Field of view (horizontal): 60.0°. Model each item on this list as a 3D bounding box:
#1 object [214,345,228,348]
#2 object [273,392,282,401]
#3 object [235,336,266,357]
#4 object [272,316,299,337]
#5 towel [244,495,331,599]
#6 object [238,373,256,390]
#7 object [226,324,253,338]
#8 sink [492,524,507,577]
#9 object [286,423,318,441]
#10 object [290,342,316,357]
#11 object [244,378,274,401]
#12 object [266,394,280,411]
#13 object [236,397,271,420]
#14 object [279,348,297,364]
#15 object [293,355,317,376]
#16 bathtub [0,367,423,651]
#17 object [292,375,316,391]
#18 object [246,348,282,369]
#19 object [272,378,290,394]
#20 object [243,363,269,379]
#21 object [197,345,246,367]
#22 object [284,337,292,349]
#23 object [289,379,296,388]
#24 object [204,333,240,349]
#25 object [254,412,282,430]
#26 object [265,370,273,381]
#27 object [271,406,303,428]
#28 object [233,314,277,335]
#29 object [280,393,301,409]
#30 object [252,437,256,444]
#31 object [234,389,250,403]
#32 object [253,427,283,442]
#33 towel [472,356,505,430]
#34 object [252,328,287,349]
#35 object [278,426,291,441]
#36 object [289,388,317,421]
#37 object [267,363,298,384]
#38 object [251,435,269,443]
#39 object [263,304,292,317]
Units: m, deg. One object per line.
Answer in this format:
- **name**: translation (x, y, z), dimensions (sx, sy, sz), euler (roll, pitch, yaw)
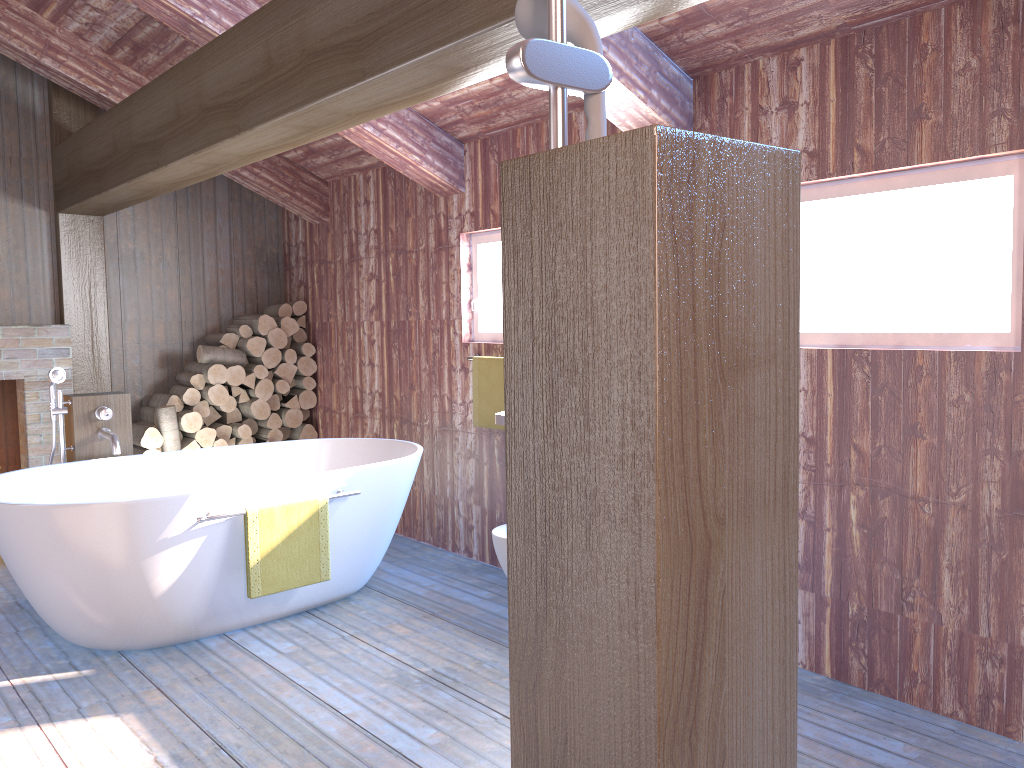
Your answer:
- **object**: translation (-2.008, -0.197, 5.980), dimensions (0.113, 0.130, 0.291), euler (-4, 5, -38)
- **object**: translation (-1.660, 0.086, 6.143), dimensions (0.065, 0.069, 0.177), euler (-4, 5, -40)
- **object**: translation (-1.827, -0.261, 6.026), dimensions (0.139, 0.148, 0.458), euler (-4, 5, -39)
- **object**: translation (-1.642, -0.398, 6.175), dimensions (0.133, 0.142, 0.456), euler (-4, 5, -38)
- **towel**: translation (-0.909, 0.658, 3.614), dimensions (0.370, 0.361, 0.032), euler (-5, 6, -43)
- **object**: translation (-1.863, -0.018, 5.981), dimensions (0.109, 0.124, 0.424), euler (-4, 5, -40)
- **object**: translation (-1.836, -0.355, 5.976), dimensions (0.094, 0.097, 0.227), euler (-4, 5, -38)
- **sink**: translation (0.149, 0.745, 3.921), dimensions (0.515, 0.517, 0.335), euler (-4, 5, -38)
- **object**: translation (-1.553, 0.334, 6.290), dimensions (0.139, 0.137, 0.455), euler (-5, 5, -41)
- **object**: translation (-1.530, -0.249, 6.248), dimensions (0.102, 0.109, 0.438), euler (-4, 5, -39)
- **object**: translation (-1.779, 0.033, 6.059), dimensions (0.136, 0.157, 0.439), euler (-4, 5, -38)
- **object**: translation (-1.712, 0.117, 6.101), dimensions (0.111, 0.118, 0.302), euler (-4, 5, -40)
- **object**: translation (-1.809, 0.159, 6.040), dimensions (0.141, 0.143, 0.437), euler (-5, 5, -41)
- **object**: translation (-1.630, -0.198, 6.167), dimensions (0.089, 0.106, 0.437), euler (-4, 5, -38)
- **object**: translation (-1.540, -0.136, 6.251), dimensions (0.147, 0.152, 0.439), euler (-4, 5, -39)
- **bathtub**: translation (-1.314, 0.473, 4.011), dimensions (1.935, 1.109, 1.460), euler (-2, 4, -17)
- **object**: translation (-1.529, -0.018, 6.262), dimensions (0.102, 0.109, 0.438), euler (-4, 5, -39)
- **object**: translation (-1.739, -0.177, 6.081), dimensions (0.143, 0.151, 0.440), euler (-4, 5, -39)
- **object**: translation (-1.679, 0.004, 6.138), dimensions (0.102, 0.109, 0.438), euler (-4, 5, -39)
- **object**: translation (-1.796, -0.094, 6.033), dimensions (0.102, 0.109, 0.438), euler (-4, 5, -39)
- **object**: translation (-1.903, -0.182, 5.812), dimensions (0.302, 0.157, 0.121), euler (-4, 5, -38)
- **object**: translation (-1.680, -0.287, 6.254), dimensions (0.132, 0.119, 0.319), euler (-4, 5, -38)
- **object**: translation (-1.605, -0.015, 6.258), dimensions (0.088, 0.092, 0.280), euler (-4, 5, -38)
- **object**: translation (-1.969, -0.285, 6.009), dimensions (0.140, 0.121, 0.319), euler (-4, 5, -38)
- **object**: translation (-1.703, 0.244, 6.102), dimensions (0.114, 0.113, 0.301), euler (-5, 5, -42)
- **object**: translation (-1.726, -0.050, 6.070), dimensions (0.095, 0.090, 0.278), euler (-4, 5, -38)
- **object**: translation (-1.627, 0.226, 6.205), dimensions (0.137, 0.133, 0.437), euler (-5, 5, -41)
- **object**: translation (-1.764, -0.404, 6.071), dimensions (0.135, 0.139, 0.456), euler (-4, 5, -38)
- **object**: translation (-1.624, 0.109, 6.192), dimensions (0.115, 0.112, 0.423), euler (-4, 5, -39)
- **object**: translation (-1.799, 0.379, 6.043), dimensions (0.054, 0.056, 0.146), euler (-4, 5, -39)
- **object**: translation (-1.863, 0.071, 5.996), dimensions (0.085, 0.096, 0.280), euler (-4, 5, -38)
- **object**: translation (-1.697, 0.352, 6.107), dimensions (0.116, 0.117, 0.289), euler (-5, 5, -42)
- **towel**: translation (-0.076, 0.046, 4.419), dimensions (0.032, 0.361, 0.370), euler (-4, 5, -39)
- **object**: translation (-1.711, -0.315, 6.097), dimensions (0.141, 0.143, 0.437), euler (-5, 5, -41)
- **object**: translation (-1.692, 0.339, 6.278), dimensions (0.118, 0.106, 0.319), euler (-5, 5, -42)
- **object**: translation (-1.541, 0.148, 6.275), dimensions (0.137, 0.256, 0.439), euler (-4, 5, -39)
- **object**: translation (-1.672, -0.080, 6.178), dimensions (0.172, 0.151, 0.482), euler (-4, 5, -38)
- **object**: translation (-1.784, 0.411, 6.074), dimensions (0.115, 0.112, 0.423), euler (-4, 5, -39)
- **object**: translation (-1.638, -0.498, 6.191), dimensions (0.104, 0.121, 0.270), euler (-4, 5, -38)
